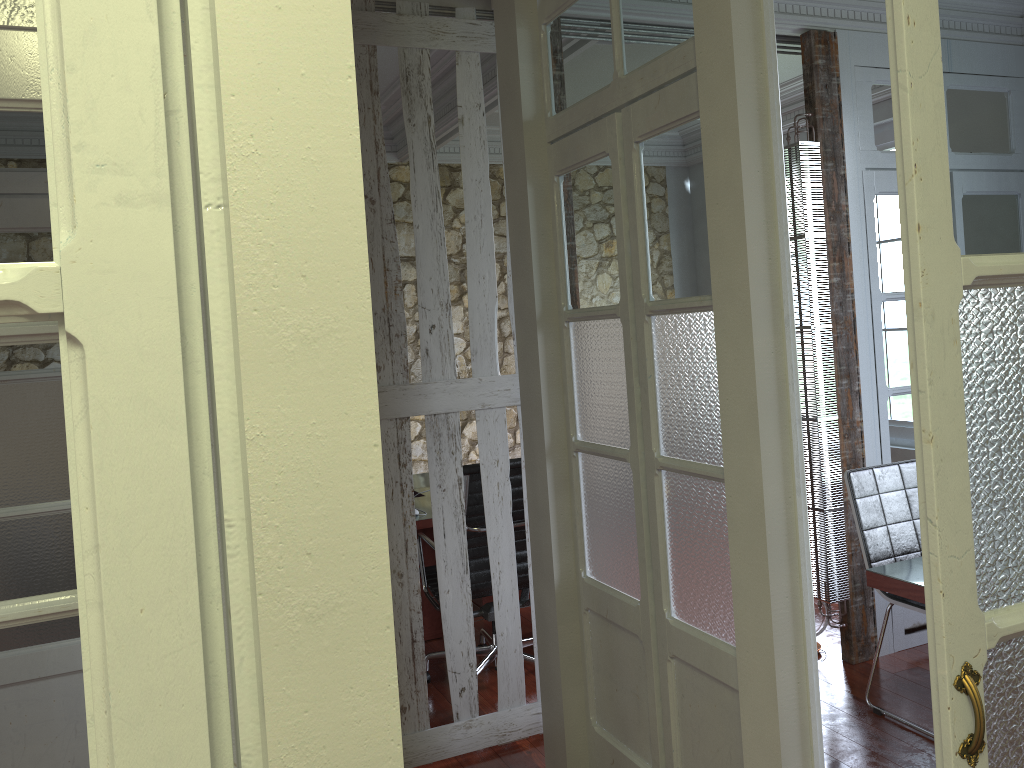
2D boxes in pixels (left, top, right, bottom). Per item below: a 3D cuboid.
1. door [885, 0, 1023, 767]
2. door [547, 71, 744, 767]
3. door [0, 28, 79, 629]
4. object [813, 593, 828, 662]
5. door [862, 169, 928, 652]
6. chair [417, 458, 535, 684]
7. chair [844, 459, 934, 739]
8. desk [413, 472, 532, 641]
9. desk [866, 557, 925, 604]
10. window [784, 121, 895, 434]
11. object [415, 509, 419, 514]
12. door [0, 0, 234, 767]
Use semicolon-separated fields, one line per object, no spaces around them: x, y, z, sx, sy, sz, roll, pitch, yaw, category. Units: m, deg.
1.088;0.347;0.831;1.185;2.181;0.483;-3;1;41;door
0.396;0.288;2.546;0.041;2.179;1.057;-4;1;-23;door
-1.024;0.514;1.264;1.078;2.085;0.041;-4;0;-23;door
1.335;1.114;4.064;0.234;0.383;0.221;-3;2;45;object
2.131;0.069;4.201;1.162;2.181;0.041;-4;0;-23;door
-0.079;0.816;3.973;0.666;1.022;0.698;-5;1;-29;chair
1.648;0.790;3.324;0.476;0.919;0.601;-4;1;-23;chair
-0.657;0.960;4.602;2.511;0.727;1.300;-5;3;-23;desk
2.238;0.924;2.545;1.448;0.653;1.712;-5;3;-23;desk
2.152;-0.618;5.859;0.127;1.984;1.527;-4;1;-23;window
-0.472;0.597;4.146;0.059;0.028;0.106;-5;4;-24;object
-0.675;0.538;0.485;1.078;2.085;0.041;-4;0;-23;door
